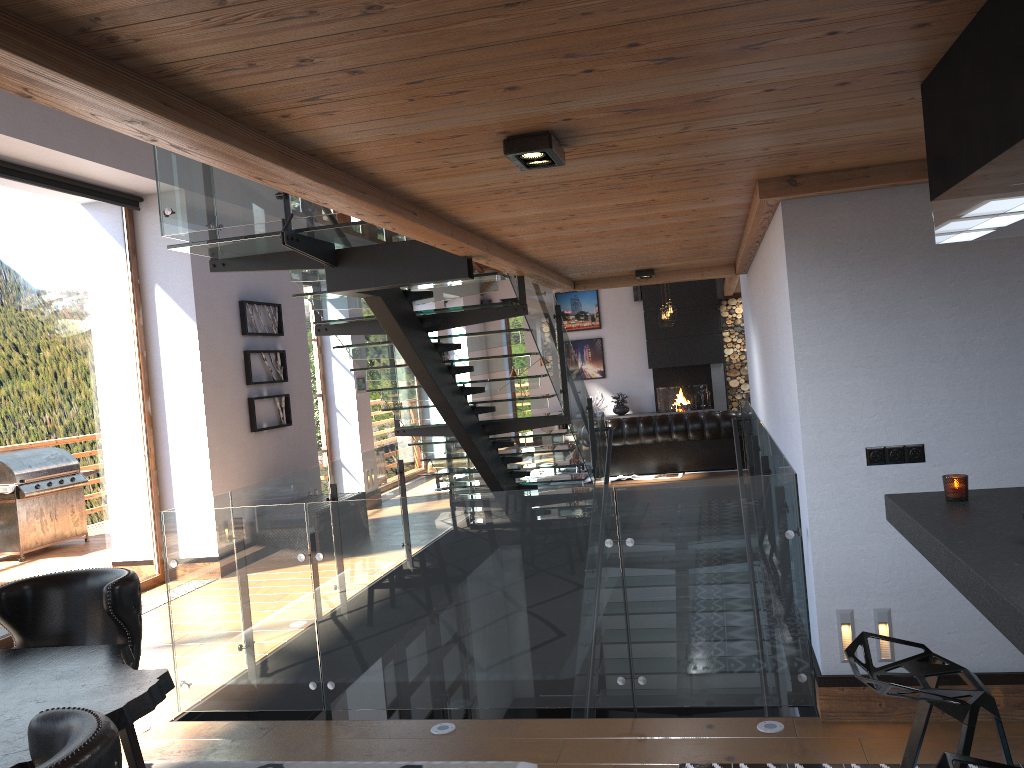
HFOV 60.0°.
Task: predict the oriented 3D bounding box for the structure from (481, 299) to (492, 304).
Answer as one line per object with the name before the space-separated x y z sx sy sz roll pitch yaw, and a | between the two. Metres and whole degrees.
structure | -0.512 -1.551 18.155 0.212 0.349 0.215 -5 1 12

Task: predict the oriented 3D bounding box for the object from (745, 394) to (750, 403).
object | 4.424 0.575 16.707 0.268 0.795 0.263 -5 1 -4

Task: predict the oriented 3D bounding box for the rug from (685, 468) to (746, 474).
rug | 4.017 1.029 13.879 2.419 0.053 4.066 -5 1 13

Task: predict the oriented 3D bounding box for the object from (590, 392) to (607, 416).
object | 1.697 0.399 17.490 0.261 0.532 0.424 -5 1 -19

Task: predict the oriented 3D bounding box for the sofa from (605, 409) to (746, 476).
sofa | 2.207 0.822 12.598 2.554 0.838 1.245 -5 1 11

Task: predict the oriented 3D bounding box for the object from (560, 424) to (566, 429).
object | 0.768 0.606 13.336 0.089 0.286 0.086 -5 1 -38

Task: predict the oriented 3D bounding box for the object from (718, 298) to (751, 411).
object | 4.316 -0.338 17.033 0.491 2.611 0.469 -5 0 12

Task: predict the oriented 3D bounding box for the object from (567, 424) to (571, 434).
object | 0.868 0.597 13.312 0.088 0.286 0.087 -5 1 -11

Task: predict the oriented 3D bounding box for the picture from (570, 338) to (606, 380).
picture | 1.416 -0.485 17.872 0.875 0.816 0.036 -5 0 12

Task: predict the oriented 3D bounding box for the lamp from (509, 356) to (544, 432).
lamp | 0.248 0.383 16.957 0.521 1.898 1.337 -5 1 33

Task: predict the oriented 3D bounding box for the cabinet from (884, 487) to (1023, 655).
cabinet | 1.280 1.000 0.739 0.884 1.103 4.826 -5 1 13

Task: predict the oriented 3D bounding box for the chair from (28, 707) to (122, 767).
chair | -0.941 1.186 1.526 0.565 1.092 0.506 -5 1 11

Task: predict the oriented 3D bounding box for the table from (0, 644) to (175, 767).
table | -1.887 1.373 0.954 1.422 0.949 3.817 -5 1 13

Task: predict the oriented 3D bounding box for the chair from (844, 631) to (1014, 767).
chair | 1.150 1.112 2.288 0.467 0.839 0.541 -5 1 12

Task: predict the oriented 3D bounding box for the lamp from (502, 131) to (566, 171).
lamp | 0.073 -0.748 2.830 0.154 0.068 0.262 -5 1 13

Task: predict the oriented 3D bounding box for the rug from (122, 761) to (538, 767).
rug | -1.716 1.809 1.262 2.538 0.047 5.661 -5 1 13

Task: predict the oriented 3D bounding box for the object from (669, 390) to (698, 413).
object | 2.768 0.399 14.044 0.402 0.808 0.625 -5 1 24

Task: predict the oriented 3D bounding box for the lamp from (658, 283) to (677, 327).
lamp | 2.478 -2.058 14.668 0.261 2.201 0.804 -5 1 4

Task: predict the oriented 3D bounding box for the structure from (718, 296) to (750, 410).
structure | 4.320 -0.344 17.022 0.499 2.617 0.514 -5 0 12

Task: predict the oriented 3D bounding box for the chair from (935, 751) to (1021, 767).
chair | 1.024 1.138 1.538 0.467 0.839 0.541 -5 1 9

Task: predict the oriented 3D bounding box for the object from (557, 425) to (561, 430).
object | 0.720 0.609 13.414 0.087 0.286 0.088 -5 1 25

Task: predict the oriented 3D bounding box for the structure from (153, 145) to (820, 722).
structure | -2.503 1.391 6.554 9.164 6.397 11.084 -5 1 12

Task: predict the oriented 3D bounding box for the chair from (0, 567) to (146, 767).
chair | -1.478 1.207 2.913 0.502 1.092 0.571 -5 1 11

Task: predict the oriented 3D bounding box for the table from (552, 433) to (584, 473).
table | 0.845 1.043 13.411 0.403 0.609 0.420 -5 1 12

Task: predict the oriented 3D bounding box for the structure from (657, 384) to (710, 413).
structure | 3.300 0.297 17.112 0.977 0.514 0.184 -5 1 12

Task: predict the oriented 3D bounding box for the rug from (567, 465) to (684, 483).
rug | 0.734 1.331 13.424 3.788 0.053 2.445 -5 1 13

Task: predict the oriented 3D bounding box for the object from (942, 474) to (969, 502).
object | 1.472 0.345 2.939 0.080 0.081 0.078 -6 1 -43

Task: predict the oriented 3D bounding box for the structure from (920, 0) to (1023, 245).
structure | 1.188 -0.606 0.907 0.707 0.476 3.267 -5 1 13

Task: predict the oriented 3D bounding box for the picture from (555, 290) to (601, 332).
picture | 1.328 -1.476 17.864 0.875 0.816 0.036 -5 0 12

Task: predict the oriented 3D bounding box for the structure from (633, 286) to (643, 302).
structure | 2.500 -1.807 17.536 0.212 0.349 0.215 -5 1 12

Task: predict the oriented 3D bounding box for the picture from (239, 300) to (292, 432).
picture | -2.537 -0.189 9.164 0.059 1.312 0.778 -5 1 13

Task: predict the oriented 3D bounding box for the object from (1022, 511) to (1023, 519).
object | 1.358 0.368 2.274 0.080 0.081 0.078 -5 1 -23

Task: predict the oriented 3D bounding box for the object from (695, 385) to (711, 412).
object | 3.610 0.532 16.672 0.311 1.017 0.304 -5 1 -32

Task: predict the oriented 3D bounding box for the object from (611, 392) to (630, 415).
object | 2.137 0.388 17.467 0.337 0.455 0.338 -5 1 38

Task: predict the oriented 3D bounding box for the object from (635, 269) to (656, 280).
object | 1.126 -0.932 7.478 0.154 0.068 0.262 -5 1 13
